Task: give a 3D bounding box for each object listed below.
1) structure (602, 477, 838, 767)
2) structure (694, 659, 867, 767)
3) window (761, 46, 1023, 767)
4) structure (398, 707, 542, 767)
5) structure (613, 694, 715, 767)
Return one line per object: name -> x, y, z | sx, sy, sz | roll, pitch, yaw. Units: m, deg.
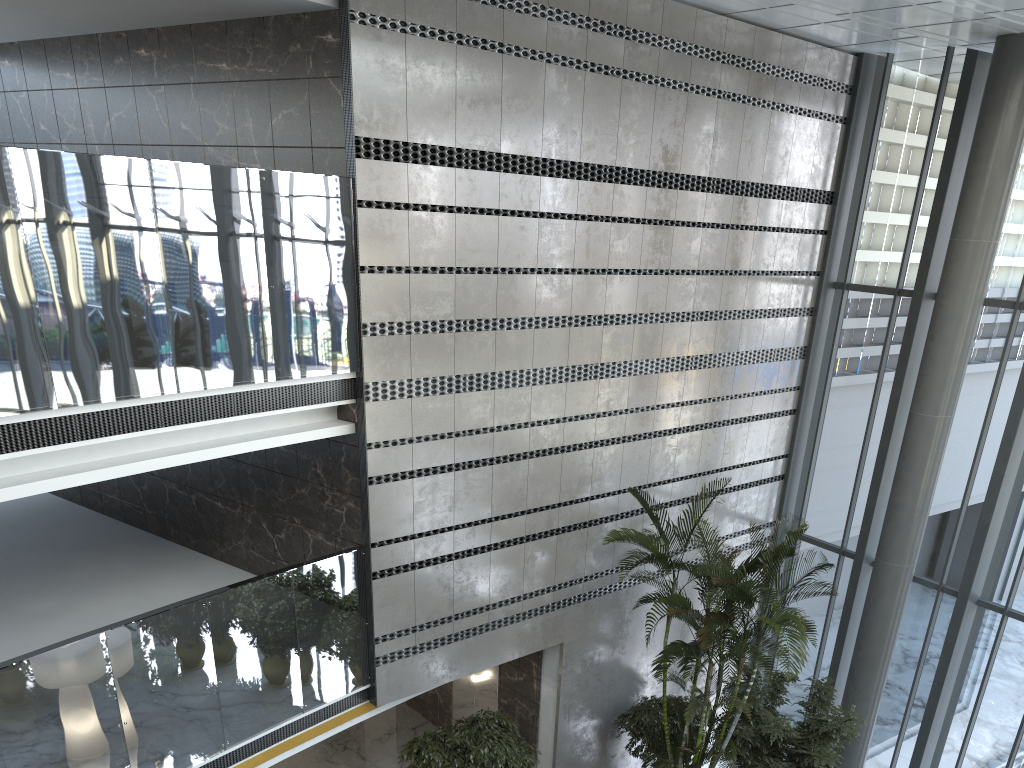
structure -> 2.188, 3.432, 9.831 | 2.428, 5.130, 2.299 | -11, 24, -30
structure -> 3.287, 4.638, 10.631 | 1.759, 2.530, 1.793 | 16, 23, 34
window -> 0.860, 1.570, 3.782 | 18.633, 11.111, 12.356 | -3, 18, -24
structure -> -0.621, 4.758, 9.712 | 2.030, 2.180, 1.475 | 0, 19, -8
structure -> 2.012, 4.820, 11.432 | 1.392, 1.705, 1.029 | 4, 20, 3
